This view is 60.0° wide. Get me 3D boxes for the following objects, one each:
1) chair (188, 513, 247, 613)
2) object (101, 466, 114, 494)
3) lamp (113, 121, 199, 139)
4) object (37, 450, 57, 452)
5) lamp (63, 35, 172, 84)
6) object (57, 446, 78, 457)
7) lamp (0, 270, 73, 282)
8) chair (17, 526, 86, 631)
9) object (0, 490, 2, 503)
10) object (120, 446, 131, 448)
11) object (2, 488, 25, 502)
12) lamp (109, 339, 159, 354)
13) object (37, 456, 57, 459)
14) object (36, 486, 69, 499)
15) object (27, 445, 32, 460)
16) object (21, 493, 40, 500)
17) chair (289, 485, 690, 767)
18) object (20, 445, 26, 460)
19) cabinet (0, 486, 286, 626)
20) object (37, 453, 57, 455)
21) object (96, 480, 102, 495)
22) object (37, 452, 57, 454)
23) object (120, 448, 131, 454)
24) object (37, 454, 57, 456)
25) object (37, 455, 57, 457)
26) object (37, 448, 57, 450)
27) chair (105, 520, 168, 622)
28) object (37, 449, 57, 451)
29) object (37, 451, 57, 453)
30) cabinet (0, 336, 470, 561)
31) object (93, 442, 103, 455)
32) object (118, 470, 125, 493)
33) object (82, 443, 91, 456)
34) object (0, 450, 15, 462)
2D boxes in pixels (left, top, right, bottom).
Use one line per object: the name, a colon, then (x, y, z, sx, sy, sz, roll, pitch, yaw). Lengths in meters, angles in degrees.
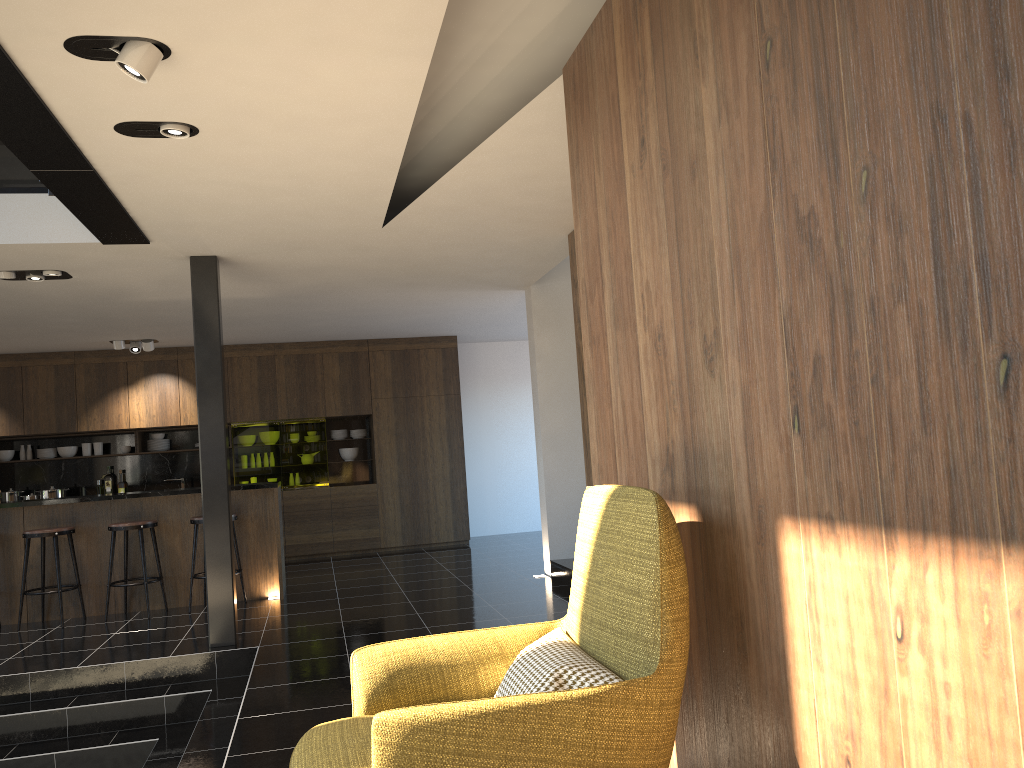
chair: (-2.572, 1.545, 7.708, 0.412, 0.798, 0.413, -4, -3, -4)
object: (-5.066, 1.256, 11.102, 0.133, 0.451, 0.116, -3, -3, -13)
lamp: (-1.538, -1.155, 3.834, 0.346, 0.158, 0.195, -3, -4, -13)
object: (-5.713, 0.840, 10.893, 0.220, 0.033, 0.220, -3, -4, -16)
lamp: (-1.366, -1.174, 3.076, 0.346, 0.247, 0.195, -3, -4, -13)
object: (-5.486, 0.846, 10.952, 0.234, 0.138, 0.234, -4, -4, 7)
lamp: (-3.476, -0.842, 6.419, 0.501, 0.194, 0.349, -3, -4, -13)
chair: (-3.857, 1.614, 7.416, 0.412, 0.798, 0.413, -4, -3, -4)
object: (-4.491, 0.971, 7.588, 0.227, 0.228, 0.227, -7, -4, 38)
object: (-4.834, 0.813, 11.100, 0.122, 0.072, 0.122, -5, -4, 12)
object: (-6.026, 1.363, 10.669, 0.236, 0.217, 0.255, -6, -4, 35)
lamp: (-4.288, -0.493, 10.071, 0.501, 0.280, 0.349, -3, -4, -13)
object: (-5.708, 0.908, 10.889, 0.220, 0.033, 0.220, -3, -4, -16)
object: (-5.480, 1.328, 10.580, 0.279, 0.217, 0.300, -5, -4, 20)
object: (-5.910, 0.837, 10.858, 0.060, 0.185, 0.060, -1, -4, -44)
object: (-5.754, 1.380, 10.634, 0.195, 0.143, 0.210, -7, -4, 35)
chair: (-0.065, 0.849, 2.326, 1.030, 1.096, 0.808, -3, -4, -14)
object: (-5.983, 0.841, 10.841, 0.060, 0.185, 0.060, -5, -3, 19)
cabinet: (-3.879, 1.546, 7.874, 3.563, 0.993, 0.699, -3, -3, -13)
object: (-5.710, 0.873, 10.891, 0.220, 0.033, 0.220, -3, -4, -16)
object: (-5.157, 1.342, 11.072, 0.058, 0.287, 0.058, -4, -3, 0)
object: (-5.711, 0.860, 10.892, 0.220, 0.033, 0.220, -3, -4, -16)
object: (-4.833, 0.838, 11.098, 0.122, 0.072, 0.122, -5, -4, 12)
object: (-5.710, 0.883, 10.890, 0.220, 0.033, 0.220, -3, -4, -16)
object: (-5.709, 0.895, 10.890, 0.220, 0.033, 0.220, -3, -4, -16)
object: (-5.714, 0.815, 10.894, 0.220, 0.033, 0.220, -3, -4, -16)
chair: (-3.215, 1.580, 7.562, 0.412, 0.798, 0.413, -4, -3, -4)
object: (-5.714, 0.827, 10.893, 0.220, 0.033, 0.220, -3, -4, -16)
object: (-5.712, 0.850, 10.892, 0.220, 0.033, 0.220, -3, -4, -16)
cabinet: (-4.071, 0.927, 11.094, 6.891, 2.688, 0.870, -3, -3, -13)
object: (-5.134, 0.808, 11.009, 0.109, 0.161, 0.109, -4, -3, 0)
object: (-4.912, 1.276, 11.143, 0.077, 0.394, 0.077, -6, -4, 29)
object: (-5.265, 0.815, 10.979, 0.109, 0.161, 0.109, -2, -4, -30)
object: (-6.182, 0.882, 10.794, 0.234, 0.138, 0.234, -3, -4, -10)
